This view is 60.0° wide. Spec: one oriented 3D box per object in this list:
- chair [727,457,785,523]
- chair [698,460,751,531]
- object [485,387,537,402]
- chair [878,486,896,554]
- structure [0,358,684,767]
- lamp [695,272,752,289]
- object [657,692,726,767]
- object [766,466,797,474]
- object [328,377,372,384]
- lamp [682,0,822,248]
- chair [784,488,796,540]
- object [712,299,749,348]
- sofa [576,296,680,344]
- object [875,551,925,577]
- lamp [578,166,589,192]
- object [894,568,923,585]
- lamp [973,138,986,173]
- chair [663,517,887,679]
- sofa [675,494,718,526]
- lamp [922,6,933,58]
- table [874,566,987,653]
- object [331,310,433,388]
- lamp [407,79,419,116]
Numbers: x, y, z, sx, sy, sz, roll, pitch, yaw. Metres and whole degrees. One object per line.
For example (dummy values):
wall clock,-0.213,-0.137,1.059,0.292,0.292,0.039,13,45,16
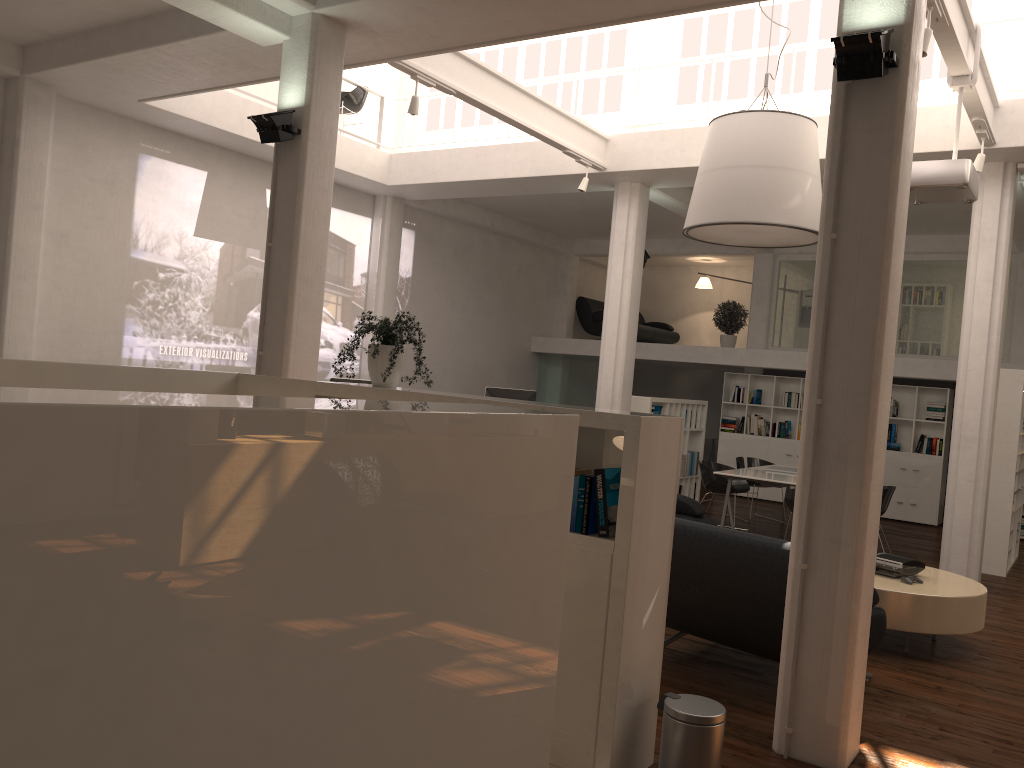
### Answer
chair,4.110,1.771,14.935,0.795,1.004,0.757,5,1,-21
chair,3.172,1.705,13.453,0.757,1.004,0.795,5,1,34
object,-0.052,0.522,15.152,0.886,0.888,0.347,5,1,-11
chair,4.807,1.860,12.154,0.757,1.004,0.795,5,1,29
structure,-1.748,0.920,3.763,3.131,1.914,4.752,5,1,34
lamp,5.577,-2.447,21.312,2.635,0.513,0.447,5,1,43
object,0.925,1.869,4.533,0.415,0.465,0.311,5,1,17
object,4.274,1.115,13.704,0.557,0.470,0.702,5,1,24
object,-2.073,0.380,11.851,0.886,0.888,0.347,5,1,-36
lamp,2.578,-3.598,8.804,1.386,4.284,1.386,4,1,-42
chair,3.834,1.786,11.130,0.795,1.004,0.757,5,1,9
object,4.756,-1.273,19.352,0.793,1.127,0.770,5,1,32
sofa,2.941,-1.445,22.233,1.467,1.119,3.087,5,1,34
object,3.377,1.624,8.089,0.471,0.163,0.558,5,1,-36
lamp,0.964,-2.770,11.969,0.136,0.357,0.117,5,1,27
object,3.426,1.665,7.715,0.193,0.099,0.231,5,1,-33
lamp,4.915,-2.401,9.337,0.136,0.357,0.117,5,1,40
chair,1.817,1.592,6.653,1.481,1.130,1.454,4,1,-45
sofa,1.009,1.498,9.609,1.467,1.119,3.087,5,1,34
lamp,2.955,-2.541,6.384,0.136,0.357,0.117,5,1,27
table,3.368,1.994,8.038,1.616,0.570,1.616,5,1,27
object,-0.802,-0.233,5.787,0.646,0.504,0.709,5,1,-26
lamp,-0.988,-2.910,9.026,0.136,0.357,0.117,5,1,40
